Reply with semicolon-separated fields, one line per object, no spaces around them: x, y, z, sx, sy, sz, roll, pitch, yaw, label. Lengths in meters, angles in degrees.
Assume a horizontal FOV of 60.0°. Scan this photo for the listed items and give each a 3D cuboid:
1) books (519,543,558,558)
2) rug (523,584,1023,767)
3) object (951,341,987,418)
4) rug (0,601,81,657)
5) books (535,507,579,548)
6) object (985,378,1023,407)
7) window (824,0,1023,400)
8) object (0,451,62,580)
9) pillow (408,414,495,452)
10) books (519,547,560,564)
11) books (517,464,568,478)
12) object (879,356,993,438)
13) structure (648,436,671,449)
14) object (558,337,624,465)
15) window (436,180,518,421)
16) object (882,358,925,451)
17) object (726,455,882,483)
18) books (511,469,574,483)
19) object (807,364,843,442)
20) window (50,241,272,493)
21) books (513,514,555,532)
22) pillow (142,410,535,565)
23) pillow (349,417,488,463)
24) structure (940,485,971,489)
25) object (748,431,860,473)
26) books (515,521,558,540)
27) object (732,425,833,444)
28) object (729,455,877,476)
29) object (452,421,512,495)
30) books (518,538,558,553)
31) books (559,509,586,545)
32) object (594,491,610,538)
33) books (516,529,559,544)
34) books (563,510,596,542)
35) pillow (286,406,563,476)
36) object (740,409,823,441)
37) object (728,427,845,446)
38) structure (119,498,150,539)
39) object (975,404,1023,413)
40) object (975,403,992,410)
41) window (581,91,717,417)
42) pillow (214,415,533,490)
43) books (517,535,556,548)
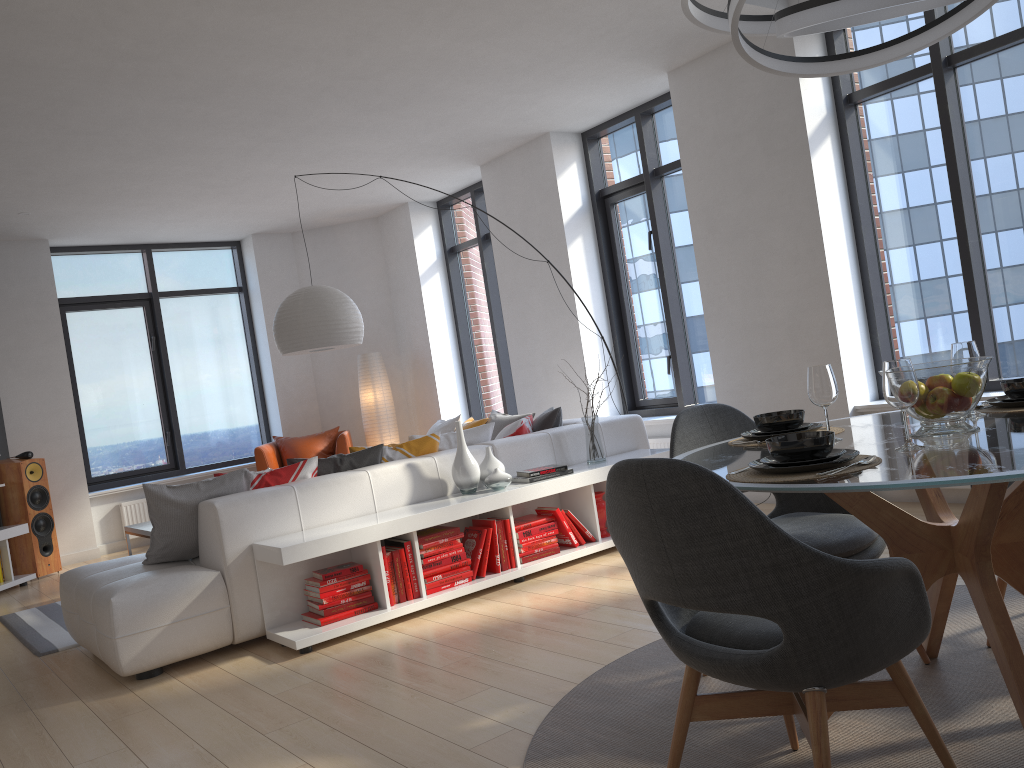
0.098;0.922;4.948;0.266;0.026;0.187;-9;1;-31;books
1.261;0.892;2.381;2.499;0.010;2.499;-8;1;26;rug
1.350;-0.015;2.624;0.083;0.220;0.083;-9;1;14;object
-2.098;1.369;6.068;2.326;0.016;1.662;-9;1;-37;rug
0.257;0.818;5.071;0.134;0.248;0.192;-9;1;-37;books
1.580;0.021;2.695;0.258;0.074;0.258;-9;1;-17;object
2.566;-1.152;5.062;0.170;2.402;1.310;-9;1;-37;window
-4.207;1.134;7.635;0.434;1.088;0.290;-8;1;23;object
-0.542;0.489;6.349;0.580;0.456;2.156;-9;1;-11;pillow
0.105;0.951;4.961;0.259;0.034;0.206;-9;1;-34;books
0.168;0.493;5.026;0.238;0.027;0.188;-9;1;-23;books
1.140;0.039;2.366;0.278;0.184;0.278;-9;1;-28;object
1.203;0.629;6.700;0.110;0.460;1.015;-9;1;-37;structure
0.508;0.101;5.319;0.406;0.744;0.607;-9;1;3;object
-0.153;-0.772;8.754;0.170;2.402;1.310;-9;1;-37;window
0.958;0.050;2.172;0.083;0.220;0.083;-9;1;-8;object
0.696;0.202;2.130;0.360;0.002;0.360;-8;1;28;object
0.158;0.521;5.046;0.300;0.026;0.245;-9;1;-32;books
0.901;0.055;2.556;0.083;0.220;0.083;-8;1;25;object
-3.607;-0.245;9.178;1.960;2.402;0.170;-9;1;-37;window
0.058;0.784;4.988;0.301;0.032;0.227;-9;1;-37;books
-0.921;0.554;5.488;0.647;0.453;2.953;-8;1;41;pillow
-0.549;0.511;6.031;0.630;0.440;2.095;-9;1;10;pillow
2.562;0.439;4.855;0.110;0.460;1.015;-9;1;-37;structure
0.697;0.163;2.134;0.258;0.074;0.258;-8;1;34;object
0.082;0.816;4.972;0.279;0.039;0.206;-9;1;-38;books
0.864;0.161;2.828;0.309;0.015;0.206;-9;1;-32;object
0.700;0.193;2.125;0.206;0.015;0.309;-9;1;-32;object
-0.192;0.388;4.872;0.316;0.398;0.319;-9;1;-13;object
0.099;0.896;4.960;0.257;0.025;0.182;-9;1;-37;books
0.299;0.820;5.094;0.148;0.232;0.171;-9;1;-35;books
0.510;0.773;5.240;0.125;0.258;0.125;-8;1;31;object
0.099;0.847;4.961;0.261;0.027;0.191;-9;1;-33;books
0.345;0.819;5.127;0.186;0.223;0.188;-9;1;-36;books
-0.394;0.477;5.481;2.120;0.436;0.608;-9;1;-41;pillow
0.860;0.131;2.843;0.258;0.074;0.258;-8;1;34;object
0.873;0.167;2.834;0.360;0.002;0.360;-9;1;6;object
-3.148;1.275;8.948;1.474;0.460;0.110;-9;1;-37;structure
1.588;0.059;2.690;0.360;0.002;0.360;-9;1;6;object
1.574;0.053;2.692;0.206;0.015;0.309;-9;1;-32;object
1.207;-0.962;6.907;0.170;2.402;1.310;-9;1;-37;window
-0.644;0.544;5.280;2.250;0.449;0.575;-9;1;-39;pillow
0.098;0.872;4.952;0.236;0.023;0.178;-9;1;-37;books
